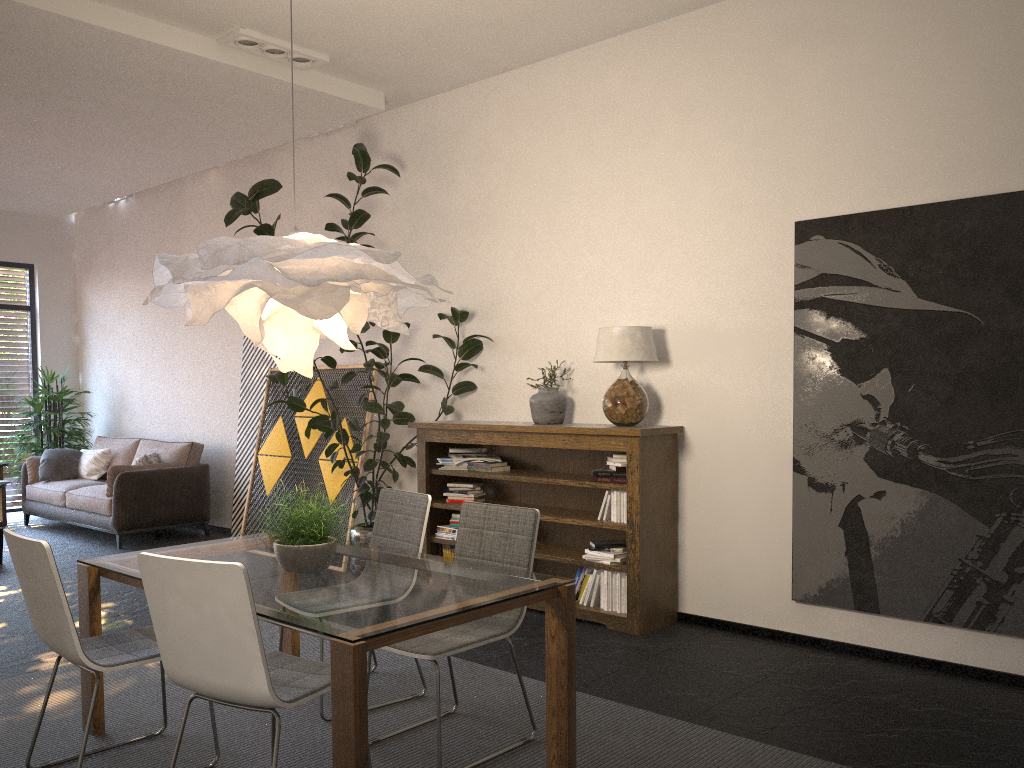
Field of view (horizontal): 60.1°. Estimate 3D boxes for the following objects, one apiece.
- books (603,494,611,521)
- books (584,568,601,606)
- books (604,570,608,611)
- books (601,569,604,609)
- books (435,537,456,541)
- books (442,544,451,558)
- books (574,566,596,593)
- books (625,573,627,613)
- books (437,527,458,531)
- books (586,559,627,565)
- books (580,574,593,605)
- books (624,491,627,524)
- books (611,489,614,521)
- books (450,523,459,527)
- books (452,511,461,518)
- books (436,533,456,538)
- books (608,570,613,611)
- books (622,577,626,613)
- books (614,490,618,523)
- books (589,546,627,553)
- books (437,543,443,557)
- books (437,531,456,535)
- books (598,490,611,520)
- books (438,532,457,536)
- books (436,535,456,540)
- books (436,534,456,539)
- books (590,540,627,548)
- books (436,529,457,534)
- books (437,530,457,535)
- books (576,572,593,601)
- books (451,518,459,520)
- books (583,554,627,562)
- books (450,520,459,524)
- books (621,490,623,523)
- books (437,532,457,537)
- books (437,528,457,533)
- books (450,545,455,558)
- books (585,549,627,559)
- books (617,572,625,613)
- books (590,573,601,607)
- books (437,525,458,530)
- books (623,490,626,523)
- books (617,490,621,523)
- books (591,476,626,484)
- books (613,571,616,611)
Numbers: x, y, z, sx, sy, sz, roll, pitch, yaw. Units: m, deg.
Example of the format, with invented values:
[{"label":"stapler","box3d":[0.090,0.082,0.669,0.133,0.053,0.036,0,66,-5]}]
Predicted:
[{"label":"books","box3d":[0.596,0.728,5.257,0.056,0.158,0.120,2,3,42]},{"label":"books","box3d":[0.523,1.215,5.346,0.100,0.235,0.174,2,3,42]},{"label":"books","box3d":[0.607,1.211,5.259,0.024,0.244,0.175,2,3,42]},{"label":"books","box3d":[0.592,1.211,5.314,0.024,0.244,0.175,2,3,42]},{"label":"books","box3d":[-0.344,1.059,6.097,0.304,0.008,0.218,-1,0,41]},{"label":"books","box3d":[-0.398,1.229,6.276,0.100,0.235,0.171,2,3,42]},{"label":"books","box3d":[0.459,1.221,5.512,0.165,0.228,0.171,1,2,42]},{"label":"books","box3d":[0.725,1.210,5.196,0.024,0.244,0.175,2,3,42]},{"label":"books","box3d":[-0.334,0.993,6.094,0.218,0.008,0.304,0,0,-44]},{"label":"books","box3d":[0.564,1.042,5.256,0.155,0.020,0.205,0,0,-38]},{"label":"books","box3d":[0.495,1.235,5.374,0.105,0.194,0.155,1,3,42]},{"label":"books","box3d":[0.699,0.711,5.162,0.015,0.189,0.135,2,3,42]},{"label":"books","box3d":[0.634,0.712,5.243,0.018,0.189,0.136,2,3,42]},{"label":"books","box3d":[-0.279,0.971,6.131,0.249,0.023,0.175,-1,0,22]},{"label":"books","box3d":[-0.264,0.908,6.139,0.245,0.028,0.193,-1,0,22]},{"label":"books","box3d":[-0.346,1.036,6.096,0.218,0.013,0.304,0,0,-44]},{"label":"books","box3d":[0.630,1.211,5.251,0.019,0.244,0.174,2,3,42]},{"label":"books","box3d":[0.694,1.229,5.197,0.020,0.205,0.155,2,3,42]},{"label":"books","box3d":[0.646,0.712,5.201,0.018,0.189,0.136,2,3,42]},{"label":"books","box3d":[0.578,0.977,5.285,0.205,0.022,0.155,-1,0,22]},{"label":"books","box3d":[-0.450,1.225,6.321,0.084,0.241,0.171,2,3,42]},{"label":"books","box3d":[-0.334,1.019,6.094,0.218,0.006,0.304,0,0,-44]},{"label":"books","box3d":[0.581,0.715,5.268,0.078,0.182,0.135,2,3,42]},{"label":"books","box3d":[-0.340,1.025,6.100,0.218,0.008,0.288,0,0,-42]},{"label":"books","box3d":[-0.345,1.052,6.098,0.218,0.007,0.304,0,0,-44]},{"label":"books","box3d":[-0.344,1.044,6.096,0.218,0.008,0.304,0,0,-44]},{"label":"books","box3d":[0.585,0.954,5.282,0.221,0.023,0.147,0,0,-7]},{"label":"books","box3d":[-0.338,1.007,6.090,0.218,0.008,0.304,0,0,-45]},{"label":"books","box3d":[-0.339,1.014,6.094,0.218,0.008,0.288,0,0,-44]},{"label":"books","box3d":[0.480,1.245,5.432,0.147,0.184,0.146,1,2,45]},{"label":"books","box3d":[-0.263,0.929,6.138,0.255,0.014,0.192,-1,0,30]},{"label":"books","box3d":[0.567,1.022,5.251,0.243,0.019,0.174,-1,0,32]},{"label":"books","box3d":[-0.279,0.948,6.130,0.249,0.023,0.175,-1,0,27]},{"label":"books","box3d":[0.684,0.711,5.194,0.015,0.189,0.135,2,3,42]},{"label":"books","box3d":[-0.341,1.031,6.100,0.218,0.008,0.288,0,0,-42]},{"label":"books","box3d":[-0.337,1.000,6.091,0.218,0.008,0.304,0,0,-45]},{"label":"books","box3d":[-0.337,1.227,6.221,0.107,0.236,0.171,2,3,42]},{"label":"books","box3d":[0.580,1.000,5.267,0.175,0.024,0.243,0,0,-38]},{"label":"books","box3d":[0.676,1.210,5.209,0.019,0.244,0.174,2,3,42]},{"label":"books","box3d":[0.543,1.232,5.331,0.072,0.203,0.155,2,3,42]},{"label":"books","box3d":[-0.333,0.984,6.092,0.218,0.013,0.304,0,0,-44]},{"label":"books","box3d":[0.698,0.711,5.186,0.018,0.189,0.136,2,3,42]},{"label":"books","box3d":[0.663,0.711,5.194,0.015,0.189,0.135,2,3,42]},{"label":"books","box3d":[0.644,0.558,5.226,0.286,0.034,0.230,-1,0,34]},{"label":"books","box3d":[0.656,1.210,5.251,0.019,0.244,0.174,2,3,42]}]
